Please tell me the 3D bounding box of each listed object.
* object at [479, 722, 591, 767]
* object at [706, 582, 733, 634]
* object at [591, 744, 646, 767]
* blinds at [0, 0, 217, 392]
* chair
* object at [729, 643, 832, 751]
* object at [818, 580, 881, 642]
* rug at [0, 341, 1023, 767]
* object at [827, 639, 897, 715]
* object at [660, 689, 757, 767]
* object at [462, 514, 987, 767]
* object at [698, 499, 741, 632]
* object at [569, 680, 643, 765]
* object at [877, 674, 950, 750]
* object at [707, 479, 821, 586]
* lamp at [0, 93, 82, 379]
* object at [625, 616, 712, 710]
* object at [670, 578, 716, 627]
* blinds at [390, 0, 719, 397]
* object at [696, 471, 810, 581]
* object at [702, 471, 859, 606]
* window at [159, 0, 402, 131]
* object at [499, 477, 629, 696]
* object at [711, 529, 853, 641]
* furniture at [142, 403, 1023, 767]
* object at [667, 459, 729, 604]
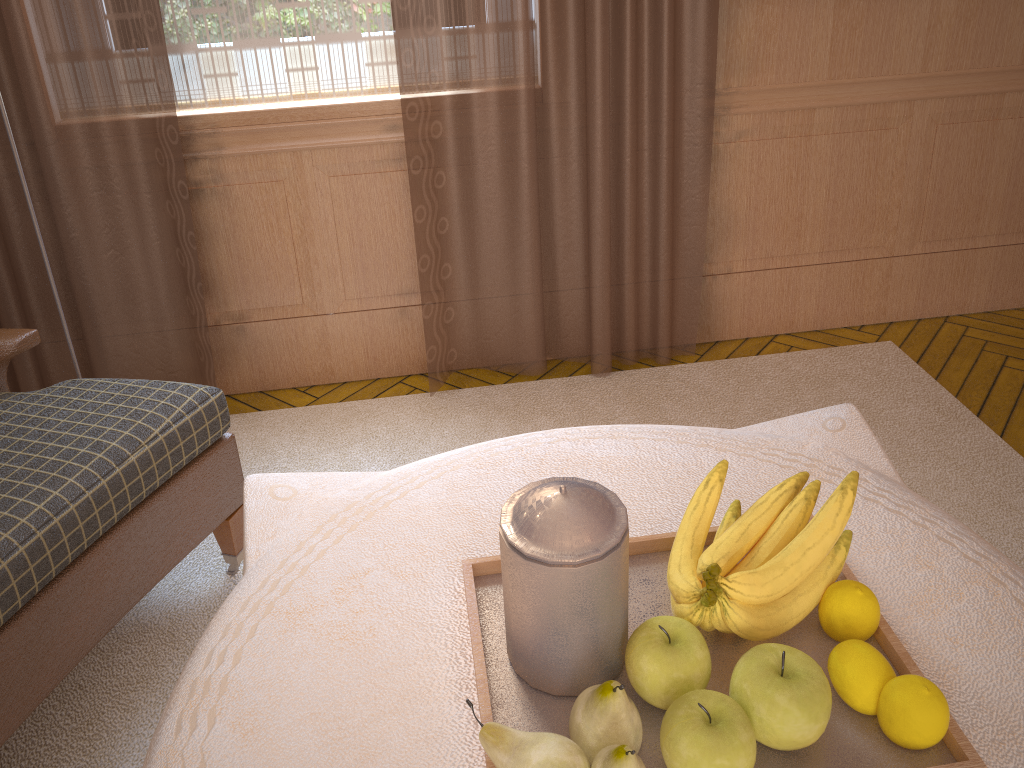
[{"bbox_3d":[0.031,0.638,1.433,0.194,0.122,0.139,4,28,12],"label":"object"},{"bbox_3d":[0.503,0.380,1.748,0.394,0.191,0.063,-27,34,-37],"label":"object"},{"bbox_3d":[0.171,0.616,1.406,0.099,0.141,0.102,11,30,26],"label":"object"},{"bbox_3d":[-2.121,-1.873,3.332,1.430,4.582,0.279,-5,25,-5],"label":"blinds"},{"bbox_3d":[-2.084,0.215,2.348,1.725,1.885,1.997,6,29,16],"label":"chair"},{"bbox_3d":[0.464,0.545,1.527,0.172,0.140,0.178,18,35,34],"label":"object"},{"bbox_3d":[0.659,0.447,1.724,0.116,0.127,0.111,18,34,35],"label":"object"},{"bbox_3d":[-0.418,2.134,0.744,6.000,0.019,8.341,-6,30,-5],"label":"rug"},{"bbox_3d":[0.632,0.528,1.585,0.111,0.105,0.140,-5,28,-3],"label":"object"},{"bbox_3d":[0.324,0.596,1.457,0.155,0.129,0.167,-4,28,-2],"label":"object"},{"bbox_3d":[0.331,0.528,1.684,0.801,0.057,0.670,-6,30,-6],"label":"object"},{"bbox_3d":[0.423,0.363,1.797,0.062,0.174,0.411,7,30,20],"label":"object"},{"bbox_3d":[0.162,0.568,1.520,0.131,0.188,0.135,11,30,26],"label":"object"},{"bbox_3d":[0.686,0.562,1.509,0.116,0.127,0.111,18,34,35],"label":"object"},{"bbox_3d":[0.487,0.333,1.745,0.385,0.164,0.066,-26,34,-35],"label":"object"},{"bbox_3d":[-1.588,-0.191,2.966,0.643,1.934,0.578,21,35,40],"label":"lamp"},{"bbox_3d":[0.285,0.511,1.610,0.155,0.129,0.167,-4,28,-2],"label":"object"},{"bbox_3d":[0.358,0.363,1.802,0.071,0.177,0.411,0,29,7],"label":"object"},{"bbox_3d":[0.178,-2.137,3.576,1.450,4.572,0.279,-7,26,-7],"label":"blinds"},{"bbox_3d":[0.473,0.294,1.781,0.093,0.123,0.420,18,36,36],"label":"object"},{"bbox_3d":[0.536,0.314,1.685,0.410,0.161,0.073,-19,30,-27],"label":"object"},{"bbox_3d":[-1.062,-2.851,3.665,2.436,3.226,0.886,-6,26,-6],"label":"window"},{"bbox_3d":[0.100,0.351,1.653,0.239,0.374,0.240,-23,33,-35],"label":"object"},{"bbox_3d":[0.544,0.388,1.705,0.402,0.165,0.075,-20,31,-27],"label":"object"},{"bbox_3d":[0.274,0.951,1.868,1.953,0.860,2.043,-8,29,-8],"label":"furniture"},{"bbox_3d":[0.371,0.318,1.780,0.104,0.152,0.393,5,30,15],"label":"object"}]
